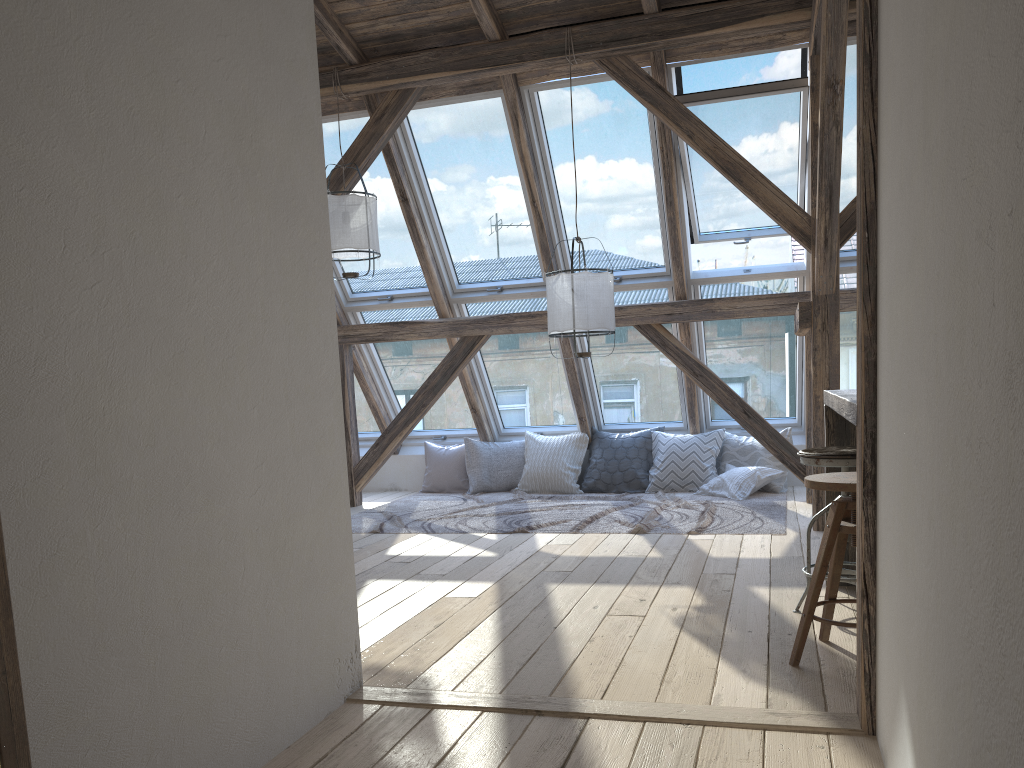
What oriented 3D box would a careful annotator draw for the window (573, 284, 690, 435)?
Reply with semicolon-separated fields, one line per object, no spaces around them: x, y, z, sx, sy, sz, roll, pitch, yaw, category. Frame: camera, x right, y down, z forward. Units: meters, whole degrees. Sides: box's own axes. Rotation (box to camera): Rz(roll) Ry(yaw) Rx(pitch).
0.973;-0.164;7.098;0.856;1.292;1.084;-1;4;17;window

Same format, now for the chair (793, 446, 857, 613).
1.291;0.566;3.405;0.351;0.644;0.352;-7;7;-39;chair

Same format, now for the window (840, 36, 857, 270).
2.393;-1.432;5.473;0.856;1.292;1.084;-1;4;17;window

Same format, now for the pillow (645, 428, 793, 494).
1.684;0.625;7.119;1.155;0.540;0.495;-2;4;22;pillow

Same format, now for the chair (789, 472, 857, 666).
1.107;0.594;2.825;0.340;0.603;0.337;1;7;37;chair

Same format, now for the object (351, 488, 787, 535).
0.393;0.901;6.581;3.189;0.057;2.168;-3;0;17;object

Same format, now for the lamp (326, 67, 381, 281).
-1.065;-1.330;5.564;0.400;1.321;0.402;-4;7;-7;lamp

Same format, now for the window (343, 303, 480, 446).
-0.789;-0.077;7.628;0.856;1.292;1.084;-1;4;17;window

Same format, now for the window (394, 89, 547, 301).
-0.250;-1.302;6.269;0.856;1.292;1.084;-1;4;17;window

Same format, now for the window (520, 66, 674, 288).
0.631;-1.345;6.004;0.856;1.292;1.084;-1;4;17;window

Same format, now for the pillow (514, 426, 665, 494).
0.642;0.648;7.475;1.273;0.570;0.462;-2;4;18;pillow

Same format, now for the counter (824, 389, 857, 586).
2.525;0.400;3.819;2.243;0.861;3.777;-3;0;17;counter

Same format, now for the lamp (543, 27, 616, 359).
0.380;-1.105;5.169;0.397;1.919;0.404;-7;8;-32;lamp

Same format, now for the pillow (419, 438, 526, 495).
-0.300;0.730;7.790;1.134;0.531;0.430;-3;4;9;pillow

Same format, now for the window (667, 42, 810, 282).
1.526;-1.390;5.785;0.856;1.291;1.391;-1;4;17;window

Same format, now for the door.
-1.007;-0.038;1.067;0.082;2.096;0.830;-1;6;17;door

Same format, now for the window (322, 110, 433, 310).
-1.131;-1.258;6.534;0.856;1.292;1.084;-1;4;17;window

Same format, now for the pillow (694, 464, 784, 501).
1.730;0.763;6.794;0.472;0.245;0.535;-4;2;-32;pillow

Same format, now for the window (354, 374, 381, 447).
-1.670;-0.033;7.894;0.856;1.292;1.084;-1;4;17;window

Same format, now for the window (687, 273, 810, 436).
1.854;-0.208;6.833;0.856;1.292;1.084;-1;4;17;window

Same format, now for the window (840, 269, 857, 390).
2.735;-0.251;6.568;0.856;1.292;1.084;-1;4;17;window

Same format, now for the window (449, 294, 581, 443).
0.092;-0.121;7.363;0.856;1.292;1.084;-1;4;17;window
